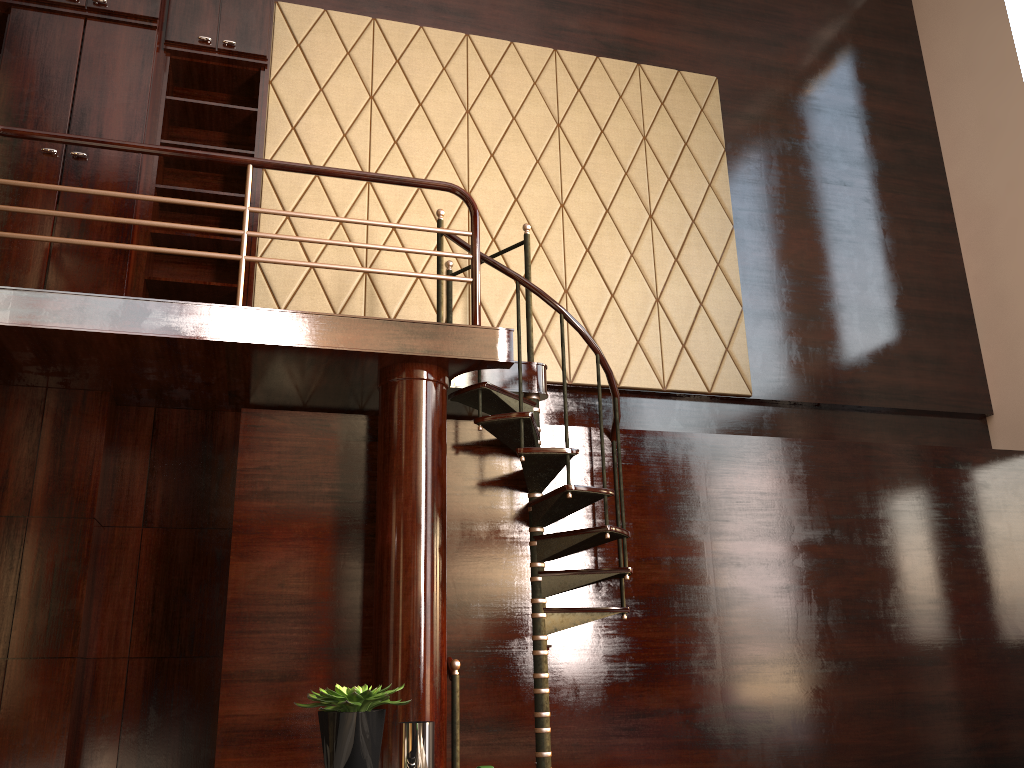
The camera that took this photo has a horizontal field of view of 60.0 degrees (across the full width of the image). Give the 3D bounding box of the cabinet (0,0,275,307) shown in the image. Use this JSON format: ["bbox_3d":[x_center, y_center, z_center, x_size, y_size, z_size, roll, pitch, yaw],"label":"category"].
[{"bbox_3d":[-1.862,-2.075,2.010,2.576,2.432,6.767,4,-19,-15],"label":"cabinet"}]

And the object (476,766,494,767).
[{"bbox_3d":[-0.026,0.436,0.844,0.158,0.131,0.178,-14,-22,34],"label":"object"}]

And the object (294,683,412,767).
[{"bbox_3d":[-0.352,0.766,1.953,0.241,0.205,0.256,11,-22,-33],"label":"object"}]

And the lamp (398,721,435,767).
[{"bbox_3d":[-0.252,1.086,2.309,0.109,0.385,0.106,1,-18,-8],"label":"lamp"}]

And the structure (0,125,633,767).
[{"bbox_3d":[-0.603,-0.170,1.752,3.750,3.189,6.107,4,-19,-15],"label":"structure"}]
